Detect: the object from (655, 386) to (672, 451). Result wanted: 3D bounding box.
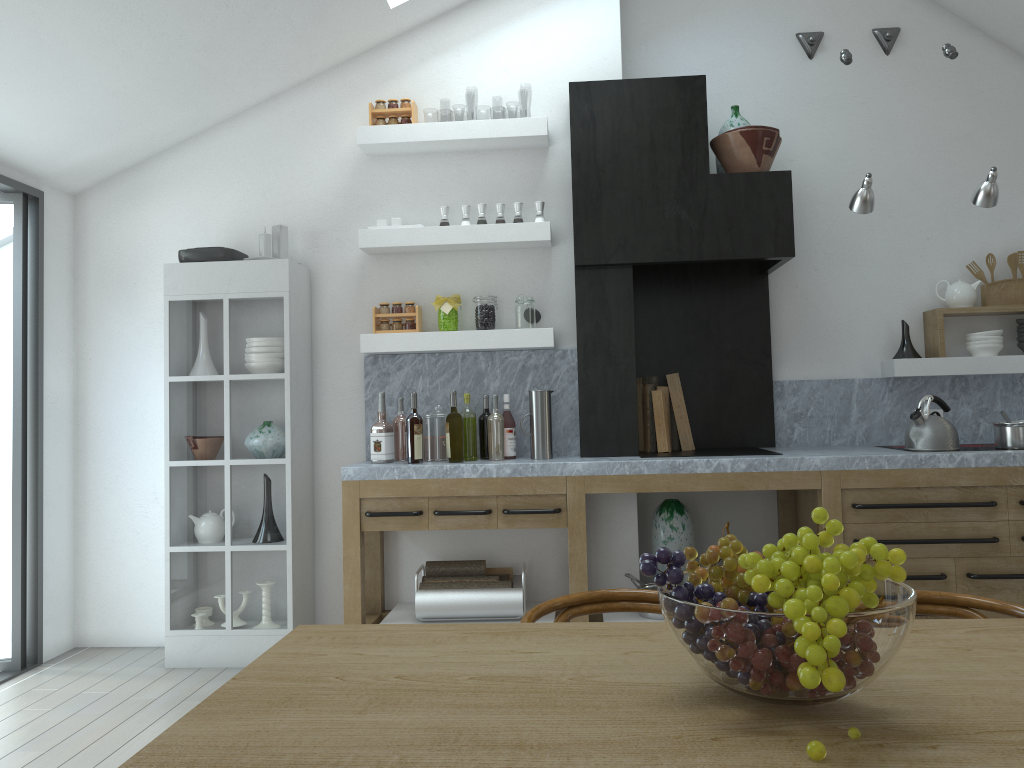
[{"bbox_3d":[0.808,0.197,4.763,0.072,0.367,0.130,-3,-3,23],"label":"object"}]

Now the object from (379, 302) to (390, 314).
[{"bbox_3d":[-0.665,-0.389,4.624,0.058,0.075,0.058,-3,-3,27],"label":"object"}]

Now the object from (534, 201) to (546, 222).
[{"bbox_3d":[0.143,-0.877,4.563,0.068,0.124,0.063,-1,-3,-2],"label":"object"}]

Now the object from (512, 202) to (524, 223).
[{"bbox_3d":[0.032,-0.874,4.571,0.068,0.124,0.063,-1,-3,-2],"label":"object"}]

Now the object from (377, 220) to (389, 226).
[{"bbox_3d":[-0.675,-0.824,4.637,0.058,0.061,0.057,-2,-2,4],"label":"object"}]

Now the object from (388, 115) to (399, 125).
[{"bbox_3d":[-0.625,-1.379,4.674,0.058,0.075,0.058,-3,-3,27],"label":"object"}]

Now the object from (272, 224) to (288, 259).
[{"bbox_3d":[-1.212,-0.720,4.633,0.071,0.211,0.072,-3,-3,28],"label":"object"}]

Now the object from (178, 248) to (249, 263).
[{"bbox_3d":[-1.545,-0.618,4.602,0.298,0.120,0.298,-2,-2,4],"label":"object"}]

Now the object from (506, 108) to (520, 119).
[{"bbox_3d":[0.001,-1.392,4.661,0.094,0.093,0.093,-3,-3,37],"label":"object"}]

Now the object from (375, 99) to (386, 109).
[{"bbox_3d":[-0.694,-1.463,4.684,0.058,0.075,0.058,-3,-3,27],"label":"object"}]

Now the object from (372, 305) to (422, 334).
[{"bbox_3d":[-0.595,-0.329,4.615,0.237,0.146,0.120,-2,-2,4],"label":"object"}]

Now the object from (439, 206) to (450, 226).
[{"bbox_3d":[-0.351,-0.863,4.609,0.068,0.124,0.063,-1,-3,-2],"label":"object"}]

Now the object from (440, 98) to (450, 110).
[{"bbox_3d":[-0.352,-1.420,4.693,0.048,0.169,0.048,-2,-3,12],"label":"object"}]

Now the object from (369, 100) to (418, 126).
[{"bbox_3d":[-0.624,-1.403,4.674,0.237,0.146,0.120,-2,-2,4],"label":"object"}]

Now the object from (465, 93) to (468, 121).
[{"bbox_3d":[-0.218,-1.430,4.634,0.054,0.179,0.054,0,-3,-19],"label":"object"}]

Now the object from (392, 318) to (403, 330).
[{"bbox_3d":[-0.596,-0.305,4.615,0.058,0.075,0.058,-3,-3,27],"label":"object"}]

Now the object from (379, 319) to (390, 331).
[{"bbox_3d":[-0.663,-0.303,4.620,0.058,0.075,0.058,-3,-3,27],"label":"object"}]

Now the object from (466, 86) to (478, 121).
[{"bbox_3d":[-0.205,-1.436,4.572,0.063,0.187,0.063,0,-3,-27],"label":"object"}]

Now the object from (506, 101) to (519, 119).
[{"bbox_3d":[0.004,-1.397,4.570,0.071,0.099,0.071,0,-3,-31],"label":"object"}]

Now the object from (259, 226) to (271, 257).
[{"bbox_3d":[-1.264,-0.714,4.540,0.054,0.196,0.054,-3,-3,29],"label":"object"}]

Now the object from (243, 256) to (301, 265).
[{"bbox_3d":[-1.236,-0.623,4.583,0.150,0.025,0.294,-2,-2,28],"label":"object"}]

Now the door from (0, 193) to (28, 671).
[{"bbox_3d":[-2.945,0.230,4.318,1.051,2.351,0.080,-1,-3,-11],"label":"door"}]

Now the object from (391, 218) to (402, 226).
[{"bbox_3d":[-0.602,-0.831,4.630,0.054,0.071,0.054,-2,-3,3],"label":"object"}]

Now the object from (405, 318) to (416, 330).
[{"bbox_3d":[-0.529,-0.307,4.610,0.058,0.075,0.058,-3,-3,27],"label":"object"}]

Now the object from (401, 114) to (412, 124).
[{"bbox_3d":[-0.558,-1.381,4.669,0.058,0.075,0.058,-3,-3,27],"label":"object"}]

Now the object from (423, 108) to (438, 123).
[{"bbox_3d":[-0.427,-1.387,4.661,0.081,0.105,0.081,0,-3,-27],"label":"object"}]

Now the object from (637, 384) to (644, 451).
[{"bbox_3d":[0.676,0.181,4.744,0.057,0.360,0.074,-3,-3,19],"label":"object"}]

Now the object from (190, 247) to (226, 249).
[{"bbox_3d":[-1.546,-0.628,4.603,0.238,0.120,0.238,-2,-2,4],"label":"object"}]

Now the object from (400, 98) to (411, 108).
[{"bbox_3d":[-0.560,-1.467,4.674,0.058,0.075,0.058,-3,-3,27],"label":"object"}]

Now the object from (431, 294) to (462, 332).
[{"bbox_3d":[-0.337,-0.364,4.580,0.163,0.199,0.128,-1,-3,-1],"label":"object"}]

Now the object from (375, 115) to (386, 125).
[{"bbox_3d":[-0.692,-1.377,4.679,0.058,0.075,0.058,-3,-3,27],"label":"object"}]

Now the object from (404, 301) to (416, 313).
[{"bbox_3d":[-0.531,-0.393,4.614,0.058,0.075,0.058,-3,-3,27],"label":"object"}]

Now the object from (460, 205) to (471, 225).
[{"bbox_3d":[-0.240,-0.866,4.601,0.068,0.124,0.063,-1,-3,-2],"label":"object"}]

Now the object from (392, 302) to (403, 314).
[{"bbox_3d":[-0.598,-0.391,4.619,0.058,0.075,0.058,-3,-3,27],"label":"object"}]

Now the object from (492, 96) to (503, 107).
[{"bbox_3d":[-0.075,-1.428,4.672,0.048,0.169,0.048,-2,-3,12],"label":"object"}]

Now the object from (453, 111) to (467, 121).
[{"bbox_3d":[-0.276,-1.384,4.681,0.094,0.093,0.093,-3,-3,37],"label":"object"}]

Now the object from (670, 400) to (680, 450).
[{"bbox_3d":[0.863,0.234,4.884,0.105,0.296,0.110,0,-3,-21],"label":"object"}]

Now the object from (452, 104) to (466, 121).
[{"bbox_3d":[-0.273,-1.389,4.590,0.071,0.099,0.071,0,-3,-31],"label":"object"}]

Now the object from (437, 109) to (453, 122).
[{"bbox_3d":[-0.348,-1.380,4.624,0.077,0.085,0.077,-3,-3,37],"label":"object"}]

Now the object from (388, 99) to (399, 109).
[{"bbox_3d":[-0.627,-1.465,4.679,0.058,0.075,0.058,-3,-3,27],"label":"object"}]

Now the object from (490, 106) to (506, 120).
[{"bbox_3d":[-0.071,-1.388,4.604,0.077,0.085,0.077,-3,-3,37],"label":"object"}]

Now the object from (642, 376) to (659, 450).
[{"bbox_3d":[0.770,0.189,4.891,0.089,0.459,0.110,-2,-3,4],"label":"object"}]

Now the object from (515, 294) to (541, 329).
[{"bbox_3d":[0.078,-0.366,4.553,0.103,0.178,0.207,-3,-3,27],"label":"object"}]

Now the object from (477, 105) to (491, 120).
[{"bbox_3d":[-0.150,-1.395,4.640,0.081,0.105,0.081,0,-3,-27],"label":"object"}]

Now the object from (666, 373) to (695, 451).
[{"bbox_3d":[0.913,0.152,4.787,0.148,0.428,0.078,-4,-4,39],"label":"object"}]

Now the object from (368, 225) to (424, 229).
[{"bbox_3d":[-0.601,-0.803,4.629,0.295,0.025,0.113,-2,-2,4],"label":"object"}]

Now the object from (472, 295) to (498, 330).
[{"bbox_3d":[-0.137,-0.362,4.567,0.120,0.183,0.120,-2,-3,19],"label":"object"}]

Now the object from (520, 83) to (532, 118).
[{"bbox_3d":[0.072,-1.444,4.551,0.063,0.187,0.063,0,-3,-27],"label":"object"}]

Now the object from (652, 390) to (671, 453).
[{"bbox_3d":[0.783,0.199,4.645,0.081,0.336,0.148,-1,-3,-5],"label":"object"}]

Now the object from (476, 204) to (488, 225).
[{"bbox_3d":[-0.156,-0.869,4.580,0.068,0.124,0.063,-1,-3,-2],"label":"object"}]

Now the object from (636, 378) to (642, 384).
[{"bbox_3d":[0.698,0.179,4.906,0.068,0.426,0.088,-3,-3,19],"label":"object"}]

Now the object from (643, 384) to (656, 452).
[{"bbox_3d":[0.732,0.185,4.726,0.068,0.368,0.131,-3,-3,18],"label":"object"}]

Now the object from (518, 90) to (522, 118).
[{"bbox_3d":[0.059,-1.438,4.613,0.054,0.179,0.054,0,-3,-19],"label":"object"}]

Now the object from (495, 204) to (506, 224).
[{"bbox_3d":[-0.060,-0.871,4.586,0.068,0.124,0.063,-1,-3,-2],"label":"object"}]
